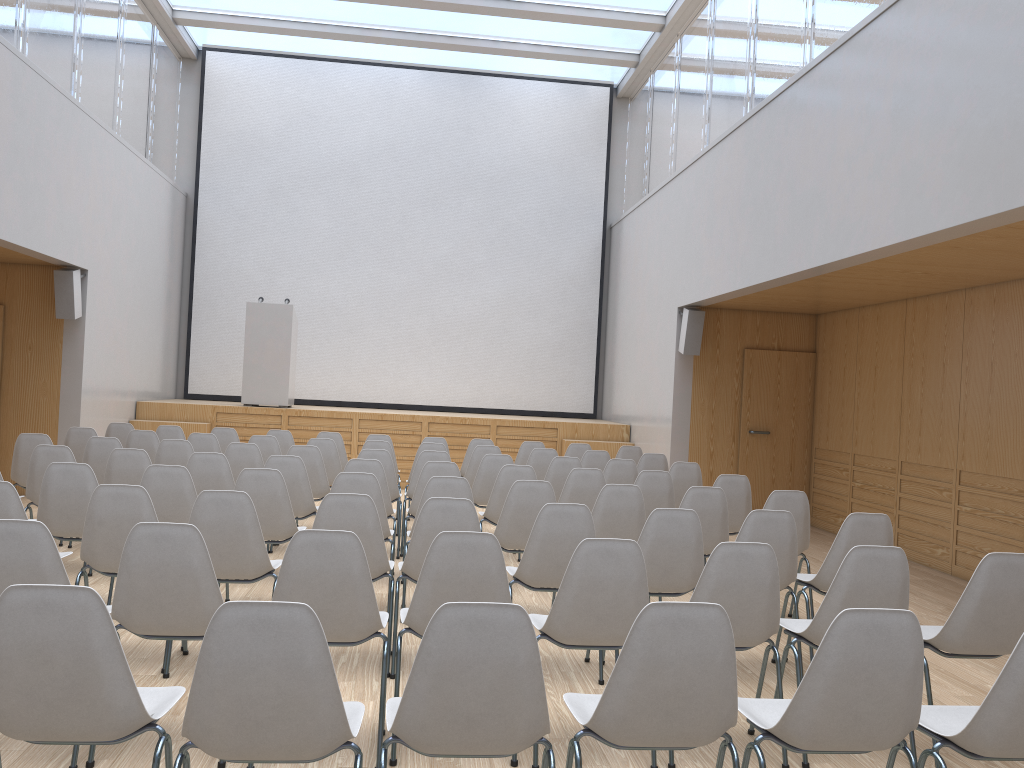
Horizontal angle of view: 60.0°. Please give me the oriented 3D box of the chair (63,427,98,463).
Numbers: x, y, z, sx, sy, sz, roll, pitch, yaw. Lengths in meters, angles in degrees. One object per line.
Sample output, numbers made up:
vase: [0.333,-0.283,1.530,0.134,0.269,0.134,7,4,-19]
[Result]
chair: [-3.870,0.821,8.122,0.479,0.876,0.505,3,0,-6]

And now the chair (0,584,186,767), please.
chair: [-1.163,0.922,2.387,0.479,0.876,0.505,3,0,-6]

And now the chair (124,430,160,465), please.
chair: [-3.342,0.848,8.153,0.479,0.876,0.505,3,0,-6]

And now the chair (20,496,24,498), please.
chair: [-3.660,0.818,6.064,0.479,0.876,0.505,3,0,-6]

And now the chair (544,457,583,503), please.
chair: [0.402,1.038,7.565,0.479,0.876,0.505,3,0,-6]

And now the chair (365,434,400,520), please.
chair: [-1.414,0.957,9.355,0.479,0.876,0.505,3,0,-6]

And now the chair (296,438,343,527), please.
chair: [-1.776,0.931,8.287,0.479,0.876,0.505,3,0,-6]

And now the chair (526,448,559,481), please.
chair: [0.256,1.037,8.514,0.479,0.876,0.505,3,0,-6]

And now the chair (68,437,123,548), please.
chair: [-3.212,0.848,7.121,0.479,0.876,0.505,3,0,-6]

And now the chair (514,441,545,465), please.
chair: [0.173,1.040,9.552,0.479,0.876,0.505,3,0,-6]

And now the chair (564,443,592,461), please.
chair: [0.671,1.067,9.636,0.479,0.876,0.505,3,0,-6]

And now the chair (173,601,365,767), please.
chair: [-0.629,0.949,2.337,0.479,0.876,0.505,3,0,-6]

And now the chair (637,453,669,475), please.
chair: [1.296,1.092,8.630,0.479,0.876,0.505,3,0,-6]

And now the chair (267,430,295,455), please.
chair: [-2.414,0.904,9.263,0.479,0.876,0.505,3,0,-6]

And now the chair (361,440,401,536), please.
chair: [-1.284,0.957,8.383,0.479,0.876,0.505,3,0,-6]

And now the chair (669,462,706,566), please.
chair: [1.410,1.091,7.678,0.479,0.876,0.505,3,0,-6]

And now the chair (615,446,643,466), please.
chair: [1.214,1.095,9.668,0.479,0.876,0.505,3,0,-6]

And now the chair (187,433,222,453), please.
chair: [-2.814,0.876,8.171,0.479,0.876,0.505,3,0,-6]

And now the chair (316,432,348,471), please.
chair: [-1.921,0.930,9.346,0.479,0.876,0.505,3,0,-6]

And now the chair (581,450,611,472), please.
chair: [0.755,1.064,8.629,0.479,0.876,0.505,3,0,-6]

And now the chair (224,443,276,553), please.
chair: [-2.175,0.903,7.257,0.479,0.876,0.505,3,0,-6]

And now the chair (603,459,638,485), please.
chair: [0.869,1.063,7.645,0.479,0.876,0.505,3,0,-6]

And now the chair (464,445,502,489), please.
chair: [-0.276,1.010,8.495,0.479,0.876,0.505,3,0,-6]

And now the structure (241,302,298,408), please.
structure: [-3.272,-0.381,12.032,0.605,1.379,0.605,3,0,-6]

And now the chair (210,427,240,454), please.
chair: [-2.944,0.876,9.163,0.479,0.876,0.505,3,0,-6]

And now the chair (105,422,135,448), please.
chair: [-3.952,0.823,9.091,0.479,0.876,0.505,3,0,-6]

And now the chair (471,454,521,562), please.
chair: [-0.164,1.008,7.461,0.479,0.876,0.505,3,0,-6]

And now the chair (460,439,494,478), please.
chair: [-0.361,1.012,9.511,0.479,0.876,0.505,3,0,-6]

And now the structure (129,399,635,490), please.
structure: [-1.703,0.908,12.431,6.552,1.027,2.728,3,0,-6]

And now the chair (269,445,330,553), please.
chair: [-1.707,0.928,7.330,0.479,0.876,0.505,3,0,-6]

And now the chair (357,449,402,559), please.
chair: [-1.141,0.957,7.311,0.479,0.876,0.505,3,0,-6]

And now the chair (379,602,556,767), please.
chair: [-0.122,0.976,2.435,0.479,0.876,0.505,3,0,-6]

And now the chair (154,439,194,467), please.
chair: [-2.705,0.875,7.246,0.479,0.876,0.505,3,0,-6]

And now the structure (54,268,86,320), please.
structure: [-4.693,-0.954,9.394,0.196,0.542,0.368,3,0,-6]

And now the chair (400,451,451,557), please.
chair: [-0.678,0.982,7.463,0.479,0.876,0.505,3,0,-6]

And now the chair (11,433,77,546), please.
chair: [-3.755,0.820,7.119,0.479,0.876,0.505,3,0,-6]

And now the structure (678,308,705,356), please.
structure: [2.049,-0.600,10.147,0.196,0.542,0.368,3,0,-6]

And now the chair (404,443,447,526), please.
chair: [-0.784,0.983,8.467,0.479,0.876,0.505,3,0,-6]

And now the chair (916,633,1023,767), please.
chair: [1.438,1.058,2.609,0.479,0.876,0.505,3,0,-6]

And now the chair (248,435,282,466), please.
chair: [-2.303,0.903,8.288,0.479,0.876,0.505,3,0,-6]

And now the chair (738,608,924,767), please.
chair: [0.919,1.031,2.592,0.479,0.876,0.505,3,0,-6]

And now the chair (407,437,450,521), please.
chair: [-0.847,0.986,9.397,0.479,0.876,0.505,3,0,-6]

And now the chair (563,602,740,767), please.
chair: [0.400,1.004,2.552,0.479,0.876,0.505,3,0,-6]

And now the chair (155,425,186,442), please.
chair: [-3.453,0.849,9.065,0.479,0.876,0.505,3,0,-6]
